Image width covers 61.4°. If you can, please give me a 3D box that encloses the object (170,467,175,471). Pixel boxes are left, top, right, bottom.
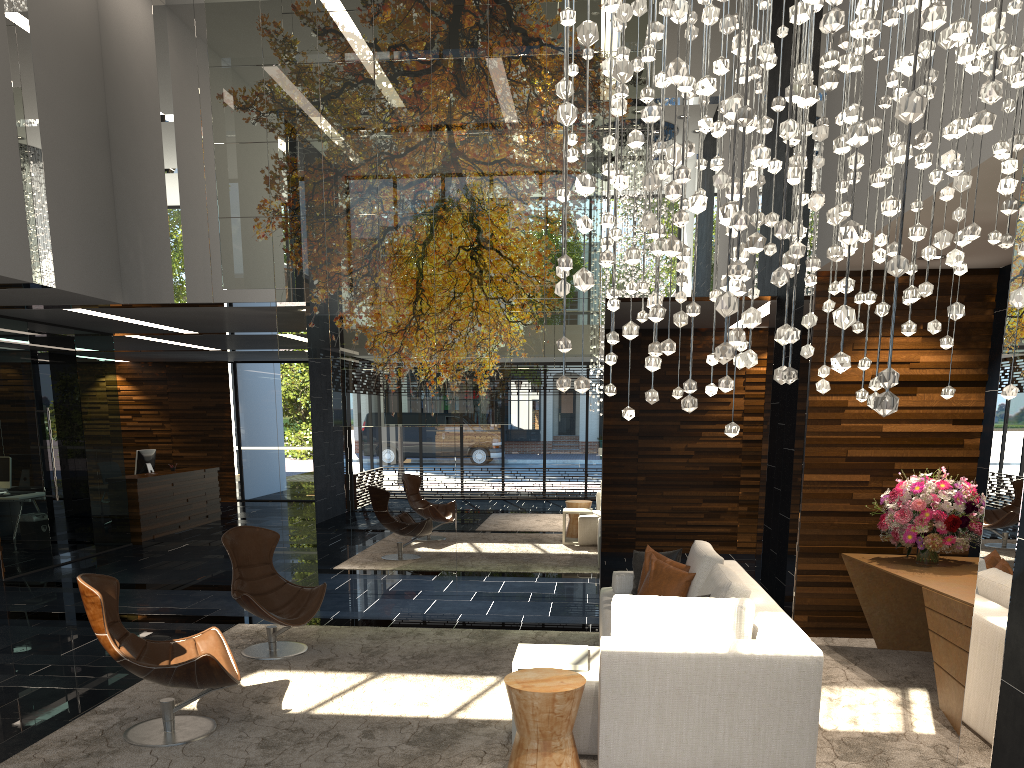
[{"bbox_3d":[-5.353,1.346,13.612,0.076,0.061,0.075,2,4,30],"label":"object"}]

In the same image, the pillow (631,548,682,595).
[{"bbox_3d":[1.049,1.386,6.335,0.252,0.426,0.546,-6,6,-37],"label":"pillow"}]

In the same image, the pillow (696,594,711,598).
[{"bbox_3d":[0.870,1.374,4.943,0.501,0.376,0.293,-2,6,-35],"label":"pillow"}]

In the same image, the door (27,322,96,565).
[{"bbox_3d":[-5.327,0.733,10.310,0.101,2.932,0.841,1,10,6],"label":"door"}]

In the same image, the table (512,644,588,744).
[{"bbox_3d":[0.218,1.725,4.804,0.400,0.480,0.389,1,6,5],"label":"table"}]

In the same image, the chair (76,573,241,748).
[{"bbox_3d":[-1.903,1.487,4.730,0.784,0.958,0.659,-3,7,-27],"label":"chair"}]

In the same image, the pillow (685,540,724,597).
[{"bbox_3d":[1.300,1.351,5.987,0.248,0.462,0.703,1,2,5],"label":"pillow"}]

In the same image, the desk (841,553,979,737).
[{"bbox_3d":[2.856,1.609,5.408,0.990,0.766,2.195,0,-1,5],"label":"desk"}]

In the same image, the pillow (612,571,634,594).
[{"bbox_3d":[1.085,1.520,6.627,0.623,0.156,0.234,0,2,0],"label":"pillow"}]

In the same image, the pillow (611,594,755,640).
[{"bbox_3d":[0.851,1.295,4.367,0.711,0.474,0.210,0,9,6],"label":"pillow"}]

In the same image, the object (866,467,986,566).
[{"bbox_3d":[2.875,0.905,5.914,0.691,0.697,0.642,0,5,-3],"label":"object"}]

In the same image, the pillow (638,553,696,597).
[{"bbox_3d":[1.020,1.392,5.907,0.267,0.424,0.509,-3,4,-24],"label":"pillow"}]

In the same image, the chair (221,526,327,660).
[{"bbox_3d":[-1.822,1.546,6.388,0.782,0.958,0.661,4,8,33],"label":"chair"}]

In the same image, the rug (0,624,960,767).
[{"bbox_3d":[0.445,1.990,5.541,5.899,0.006,3.145,0,-2,5],"label":"rug"}]

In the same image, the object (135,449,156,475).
[{"bbox_3d":[-5.645,1.261,13.342,0.189,0.505,0.471,2,5,11],"label":"object"}]

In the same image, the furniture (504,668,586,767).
[{"bbox_3d":[0.158,1.676,4.172,0.387,0.537,0.386,6,9,40],"label":"furniture"}]

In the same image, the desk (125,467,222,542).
[{"bbox_3d":[-5.510,1.819,13.398,0.879,0.910,2.616,0,-1,6],"label":"desk"}]

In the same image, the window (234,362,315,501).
[{"bbox_3d":[-3.640,0.989,17.535,3.956,2.932,0.057,0,11,5],"label":"window"}]

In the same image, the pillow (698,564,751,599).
[{"bbox_3d":[1.213,1.326,5.111,0.290,0.447,0.703,1,2,6],"label":"pillow"}]

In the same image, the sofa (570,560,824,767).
[{"bbox_3d":[0.947,1.634,5.485,1.290,0.699,2.790,0,-1,6],"label":"sofa"}]

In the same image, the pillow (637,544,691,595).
[{"bbox_3d":[1.052,1.376,6.120,0.241,0.442,0.539,-5,5,-29],"label":"pillow"}]

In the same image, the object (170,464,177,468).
[{"bbox_3d":[-5.372,1.311,13.616,0.075,0.106,0.149,5,5,35],"label":"object"}]
